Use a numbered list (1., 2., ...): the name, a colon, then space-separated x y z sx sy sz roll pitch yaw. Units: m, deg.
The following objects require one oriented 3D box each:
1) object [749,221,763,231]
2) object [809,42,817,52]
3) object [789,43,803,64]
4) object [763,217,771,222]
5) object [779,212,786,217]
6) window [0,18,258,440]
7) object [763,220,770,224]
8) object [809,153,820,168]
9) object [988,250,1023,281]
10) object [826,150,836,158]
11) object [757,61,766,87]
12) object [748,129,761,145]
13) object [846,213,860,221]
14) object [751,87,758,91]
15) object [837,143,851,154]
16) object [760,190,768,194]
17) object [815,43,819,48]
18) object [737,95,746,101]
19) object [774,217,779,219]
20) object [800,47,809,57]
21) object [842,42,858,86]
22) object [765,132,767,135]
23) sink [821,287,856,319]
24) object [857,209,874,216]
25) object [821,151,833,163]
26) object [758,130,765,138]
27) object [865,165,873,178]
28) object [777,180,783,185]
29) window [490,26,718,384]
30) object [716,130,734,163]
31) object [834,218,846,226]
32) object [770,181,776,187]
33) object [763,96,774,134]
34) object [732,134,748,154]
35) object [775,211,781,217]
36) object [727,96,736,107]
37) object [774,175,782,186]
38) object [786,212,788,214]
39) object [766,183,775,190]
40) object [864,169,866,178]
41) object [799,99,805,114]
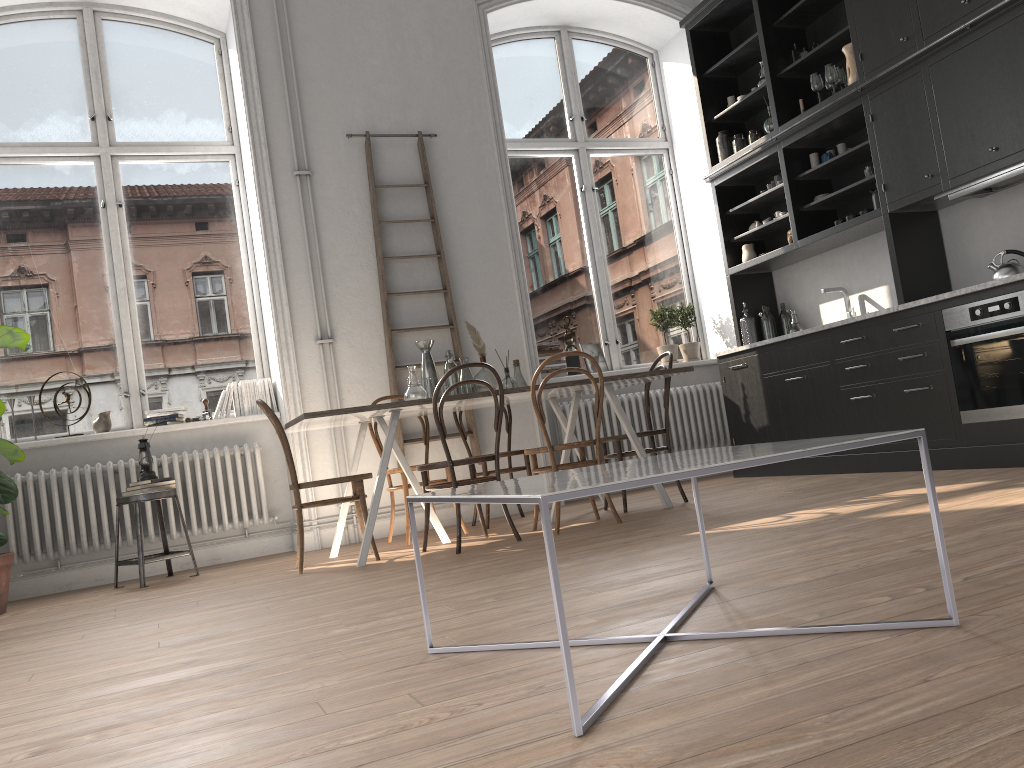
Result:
1. object: 1.866 -1.194 6.765 0.140 0.100 0.125 -5 -5 -41
2. object: 2.102 -2.275 6.130 0.065 0.177 0.084 -8 -4 0
3. object: 1.976 -2.267 6.145 0.084 0.199 0.065 -8 -4 0
4. object: 1.897 -1.215 6.610 0.055 0.047 0.058 -8 -4 -8
5. object: 1.953 -1.210 6.400 0.049 0.054 0.039 -9 -4 3
6. window: -2.719 -1.128 6.049 1.622 2.841 0.013 -7 -4 -22
7. object: 1.900 -1.195 6.608 0.056 0.033 0.058 -12 -5 42
8. object: 2.088 -1.512 6.096 0.059 0.135 0.082 -11 -4 35
9. object: 2.699 -0.638 4.829 0.171 0.186 0.171 -8 -4 -12
10. object: 2.185 -1.528 6.079 0.082 0.135 0.059 -9 -4 5
11. object: 1.843 -2.236 6.451 0.132 0.219 0.132 -12 -5 42
12. object: 1.804 -1.804 6.583 0.096 0.150 0.097 -6 -4 -34
13. object: 2.193 -1.068 5.702 0.088 0.059 0.104 -5 -5 -44
14. object: 1.856 -2.177 6.719 0.059 0.135 0.082 -8 -4 0
15. object: 2.230 -1.544 5.947 0.059 0.135 0.082 -6 -5 -39
16. object: 1.873 -1.403 6.555 0.072 0.047 0.071 -9 -4 15
17. object: 2.088 -2.252 6.023 0.044 0.121 0.058 -9 -4 5
18. object: 1.766 -2.141 6.760 0.096 0.095 0.096 -9 -4 12
19. object: 1.949 -1.205 6.464 0.085 0.016 0.085 -10 -4 18
20. object: 2.004 -2.238 6.057 0.053 0.125 0.041 -11 -4 34
21. object: 2.131 -1.985 5.542 0.094 0.267 0.116 -10 -4 19
22. object: 1.922 -1.842 6.540 0.092 0.184 0.092 -8 -4 -8
23. sink: 2.139 -0.402 6.074 0.514 0.504 0.526 -7 -4 -22
24. object: 2.249 -1.082 5.618 0.104 0.059 0.088 -7 -4 -14
25. object: 2.130 -1.505 5.986 0.082 0.093 0.140 -11 -5 33
26. object: 1.876 -1.819 6.712 0.092 0.184 0.092 -11 -4 33
27. object: 2.262 -1.332 5.612 0.058 0.094 0.058 -10 -4 17
28. object: 1.935 -1.427 6.344 0.072 0.047 0.071 -9 -4 15
29. window: 4.673 -6.150 12.864 14.380 15.927 26.422 -7 -4 -22
30. object: 1.639 -1.811 6.783 0.118 0.238 0.118 -6 -4 -37
31. object: 2.158 -1.055 5.809 0.088 0.059 0.104 -6 -5 -34
32. object: 1.948 -1.445 6.556 0.060 0.107 0.060 -11 -4 35
33. object: 1.829 -1.936 6.268 0.134 0.357 0.134 -10 -4 22
34. object: 1.716 -1.789 6.657 0.114 0.155 0.114 -7 -4 -19
35. object: 1.945 -1.229 6.470 0.039 0.055 0.049 -8 -4 -2
36. object: 1.701 -2.144 6.851 0.059 0.135 0.082 -9 -4 5
37. object: 1.932 -1.452 6.416 0.060 0.107 0.060 -9 -4 5
38. object: 2.006 -1.217 6.381 0.049 0.041 0.056 -12 -5 40
39. object: 1.896 -1.423 6.477 0.064 0.069 0.064 -10 -4 25
40. object: 2.280 -1.329 5.682 0.058 0.094 0.058 -10 -4 17
41. object: 1.988 -1.874 6.066 0.123 0.161 0.123 -8 -4 -14
